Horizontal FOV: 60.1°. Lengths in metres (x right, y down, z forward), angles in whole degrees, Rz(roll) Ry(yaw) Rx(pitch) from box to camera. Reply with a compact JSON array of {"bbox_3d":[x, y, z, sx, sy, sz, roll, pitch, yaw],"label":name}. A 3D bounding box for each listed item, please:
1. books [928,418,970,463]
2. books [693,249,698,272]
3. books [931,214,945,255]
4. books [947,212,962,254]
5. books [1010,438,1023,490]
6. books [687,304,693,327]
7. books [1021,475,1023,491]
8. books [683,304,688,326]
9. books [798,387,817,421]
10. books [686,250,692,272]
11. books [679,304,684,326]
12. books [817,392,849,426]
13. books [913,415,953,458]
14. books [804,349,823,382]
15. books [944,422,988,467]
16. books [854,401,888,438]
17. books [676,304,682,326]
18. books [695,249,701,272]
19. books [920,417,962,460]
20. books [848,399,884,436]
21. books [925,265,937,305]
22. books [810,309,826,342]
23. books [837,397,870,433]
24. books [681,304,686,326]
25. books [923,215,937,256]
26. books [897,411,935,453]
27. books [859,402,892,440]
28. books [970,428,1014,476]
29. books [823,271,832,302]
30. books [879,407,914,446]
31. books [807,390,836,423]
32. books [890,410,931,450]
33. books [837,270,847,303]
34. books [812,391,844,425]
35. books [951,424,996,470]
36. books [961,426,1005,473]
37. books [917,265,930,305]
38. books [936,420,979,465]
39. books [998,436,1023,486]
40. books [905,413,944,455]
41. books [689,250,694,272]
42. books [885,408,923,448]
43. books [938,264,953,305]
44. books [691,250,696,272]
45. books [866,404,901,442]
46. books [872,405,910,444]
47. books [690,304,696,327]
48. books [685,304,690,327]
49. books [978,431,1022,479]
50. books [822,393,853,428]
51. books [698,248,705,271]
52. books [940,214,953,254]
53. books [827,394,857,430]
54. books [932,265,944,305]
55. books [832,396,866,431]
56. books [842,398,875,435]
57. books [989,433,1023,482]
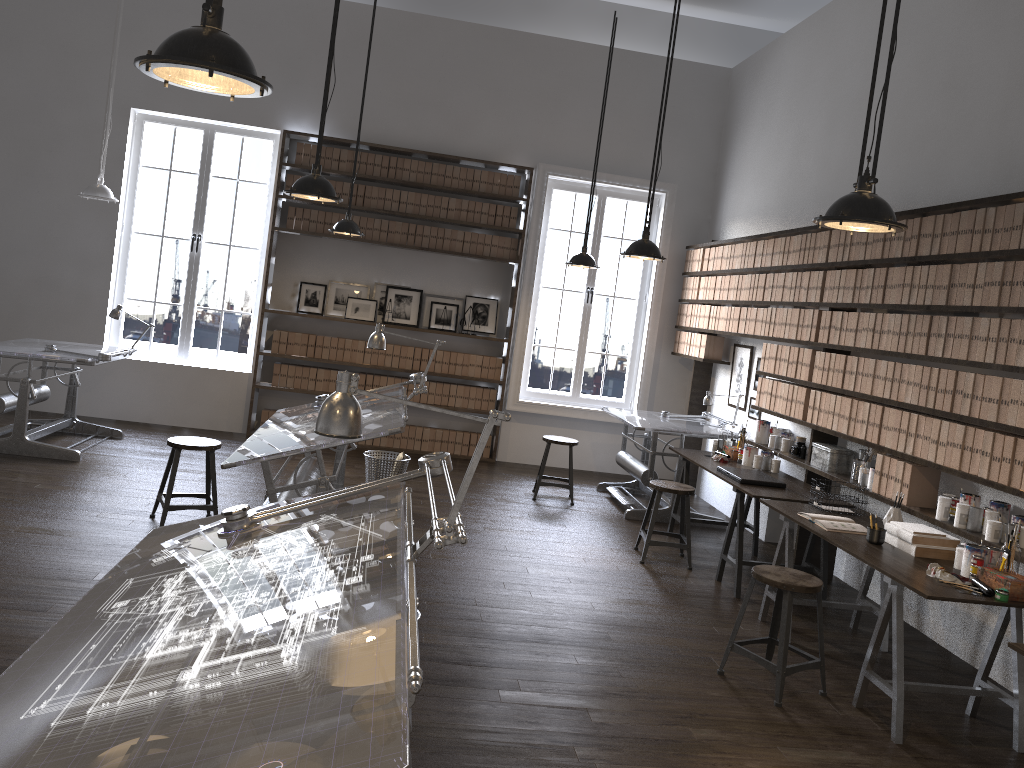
[{"bbox_3d":[2.287,0.305,4.631,0.174,0.225,0.067,7,2,-8],"label":"books"},{"bbox_3d":[1.908,-1.215,8.794,0.174,0.225,0.067,7,2,-7],"label":"books"},{"bbox_3d":[2.401,-0.801,4.833,0.174,0.225,0.067,7,2,-8],"label":"books"},{"bbox_3d":[2.420,-0.786,4.695,0.174,0.225,0.067,7,2,-7],"label":"books"},{"bbox_3d":[2.370,0.370,4.006,0.174,0.225,0.067,7,2,-8],"label":"books"},{"bbox_3d":[1.840,-0.665,8.752,0.174,0.225,0.067,7,2,-7],"label":"books"},{"bbox_3d":[2.374,0.377,3.930,0.174,0.225,0.067,7,2,-7],"label":"books"},{"bbox_3d":[1.822,-0.680,8.897,0.174,0.225,0.067,7,2,-8],"label":"books"},{"bbox_3d":[2.097,0.148,6.147,0.174,0.225,0.067,7,2,-8],"label":"books"},{"bbox_3d":[1.876,-1.238,9.004,0.174,0.225,0.067,7,2,-8],"label":"books"},{"bbox_3d":[1.809,-0.694,9.038,0.174,0.225,0.067,7,2,-7],"label":"books"},{"bbox_3d":[2.137,0.177,5.875,0.174,0.225,0.067,7,2,-8],"label":"books"},{"bbox_3d":[2.275,0.291,4.770,0.174,0.225,0.067,7,2,-7],"label":"books"},{"bbox_3d":[2.131,-0.119,6.134,0.174,0.225,0.067,7,2,-8],"label":"books"},{"bbox_3d":[2.307,0.319,4.497,0.174,0.225,0.067,7,2,-7],"label":"books"},{"bbox_3d":[2.195,0.226,5.399,0.174,0.225,0.067,7,2,-8],"label":"books"},{"bbox_3d":[1.795,-0.701,9.104,0.174,0.225,0.067,7,2,-8],"label":"books"},{"bbox_3d":[1.913,-1.209,8.724,0.174,0.225,0.067,7,2,-8],"label":"books"},{"bbox_3d":[2.282,0.298,4.701,0.174,0.225,0.067,7,2,-7],"label":"books"},{"bbox_3d":[2.186,0.219,5.469,0.174,0.225,0.067,7,2,-8],"label":"books"},{"bbox_3d":[2.366,-0.526,4.836,0.174,0.225,0.067,7,2,-8],"label":"books"},{"bbox_3d":[2.174,-0.393,6.128,0.174,0.225,0.067,7,2,-7],"label":"books"},{"bbox_3d":[2.169,0.205,5.602,0.174,0.225,0.067,7,2,-8],"label":"books"},{"bbox_3d":[1.818,-0.686,8.968,0.174,0.225,0.067,7,2,-7],"label":"books"},{"bbox_3d":[2.389,-0.809,4.905,0.174,0.225,0.067,7,2,-8],"label":"books"},{"bbox_3d":[2.250,0.276,4.910,0.174,0.225,0.067,7,2,-8],"label":"books"},{"bbox_3d":[2.200,0.233,5.328,0.174,0.225,0.067,7,2,-7],"label":"books"},{"bbox_3d":[2.333,0.340,4.294,0.174,0.225,0.067,7,2,-7],"label":"books"},{"bbox_3d":[2.222,-0.648,6.018,0.174,0.225,0.067,7,2,-8],"label":"books"},{"bbox_3d":[2.232,0.256,5.110,0.174,0.225,0.067,7,2,-7],"label":"books"},{"bbox_3d":[2.112,0.162,6.015,0.174,0.225,0.067,7,2,-7],"label":"books"},{"bbox_3d":[2.241,0.268,4.982,0.174,0.225,0.067,7,2,-7],"label":"books"},{"bbox_3d":[2.244,-0.626,5.806,0.174,0.225,0.067,7,2,-8],"label":"books"},{"bbox_3d":[2.124,0.169,5.944,0.174,0.225,0.067,7,2,-7],"label":"books"},{"bbox_3d":[2.311,0.325,4.430,0.174,0.225,0.067,7,2,-8],"label":"books"},{"bbox_3d":[2.325,0.333,4.364,0.174,0.225,0.067,7,2,-7],"label":"books"},{"bbox_3d":[2.355,-0.534,4.907,0.174,0.225,0.067,7,2,-7],"label":"books"},{"bbox_3d":[2.297,0.312,4.559,0.174,0.225,0.067,7,2,-7],"label":"books"},{"bbox_3d":[2.355,0.362,4.078,0.174,0.225,0.067,7,2,-7],"label":"books"},{"bbox_3d":[2.262,0.283,4.839,0.174,0.225,0.067,7,2,-8],"label":"books"},{"bbox_3d":[1.889,-1.230,8.932,0.174,0.225,0.067,7,2,-8],"label":"books"},{"bbox_3d":[2.238,0.262,5.045,0.174,0.225,0.067,7,2,-8],"label":"books"},{"bbox_3d":[2.379,-0.513,4.707,0.174,0.225,0.067,7,2,-7],"label":"books"},{"bbox_3d":[1.901,-1.222,8.864,0.174,0.225,0.067,7,2,-7],"label":"books"},{"bbox_3d":[2.213,0.241,5.258,0.174,0.225,0.067,7,2,-7],"label":"books"},{"bbox_3d":[2.217,0.248,5.183,0.174,0.225,0.067,7,2,-8],"label":"books"},{"bbox_3d":[1.854,-0.656,8.679,0.174,0.225,0.067,7,2,-8],"label":"books"},{"bbox_3d":[1.836,-0.672,8.827,0.174,0.225,0.067,7,2,-8],"label":"books"},{"bbox_3d":[2.338,0.347,4.223,0.174,0.225,0.067,7,2,-8],"label":"books"},{"bbox_3d":[2.143,0.184,5.806,0.174,0.225,0.067,7,2,-8],"label":"books"},{"bbox_3d":[1.924,-1.201,8.653,0.174,0.225,0.067,7,2,-7],"label":"books"},{"bbox_3d":[2.414,-0.793,4.765,0.174,0.225,0.067,7,2,-7],"label":"books"},{"bbox_3d":[2.148,0.191,5.736,0.174,0.225,0.067,7,2,-7],"label":"books"},{"bbox_3d":[2.375,-0.519,4.774,0.174,0.225,0.067,7,2,-8],"label":"books"},{"bbox_3d":[2.159,0.198,5.664,0.174,0.225,0.067,7,2,-8],"label":"books"},{"bbox_3d":[2.172,0.211,5.535,0.174,0.225,0.067,7,2,-7],"label":"books"},{"bbox_3d":[2.352,0.355,4.153,0.174,0.225,0.067,7,2,-8],"label":"books"}]
